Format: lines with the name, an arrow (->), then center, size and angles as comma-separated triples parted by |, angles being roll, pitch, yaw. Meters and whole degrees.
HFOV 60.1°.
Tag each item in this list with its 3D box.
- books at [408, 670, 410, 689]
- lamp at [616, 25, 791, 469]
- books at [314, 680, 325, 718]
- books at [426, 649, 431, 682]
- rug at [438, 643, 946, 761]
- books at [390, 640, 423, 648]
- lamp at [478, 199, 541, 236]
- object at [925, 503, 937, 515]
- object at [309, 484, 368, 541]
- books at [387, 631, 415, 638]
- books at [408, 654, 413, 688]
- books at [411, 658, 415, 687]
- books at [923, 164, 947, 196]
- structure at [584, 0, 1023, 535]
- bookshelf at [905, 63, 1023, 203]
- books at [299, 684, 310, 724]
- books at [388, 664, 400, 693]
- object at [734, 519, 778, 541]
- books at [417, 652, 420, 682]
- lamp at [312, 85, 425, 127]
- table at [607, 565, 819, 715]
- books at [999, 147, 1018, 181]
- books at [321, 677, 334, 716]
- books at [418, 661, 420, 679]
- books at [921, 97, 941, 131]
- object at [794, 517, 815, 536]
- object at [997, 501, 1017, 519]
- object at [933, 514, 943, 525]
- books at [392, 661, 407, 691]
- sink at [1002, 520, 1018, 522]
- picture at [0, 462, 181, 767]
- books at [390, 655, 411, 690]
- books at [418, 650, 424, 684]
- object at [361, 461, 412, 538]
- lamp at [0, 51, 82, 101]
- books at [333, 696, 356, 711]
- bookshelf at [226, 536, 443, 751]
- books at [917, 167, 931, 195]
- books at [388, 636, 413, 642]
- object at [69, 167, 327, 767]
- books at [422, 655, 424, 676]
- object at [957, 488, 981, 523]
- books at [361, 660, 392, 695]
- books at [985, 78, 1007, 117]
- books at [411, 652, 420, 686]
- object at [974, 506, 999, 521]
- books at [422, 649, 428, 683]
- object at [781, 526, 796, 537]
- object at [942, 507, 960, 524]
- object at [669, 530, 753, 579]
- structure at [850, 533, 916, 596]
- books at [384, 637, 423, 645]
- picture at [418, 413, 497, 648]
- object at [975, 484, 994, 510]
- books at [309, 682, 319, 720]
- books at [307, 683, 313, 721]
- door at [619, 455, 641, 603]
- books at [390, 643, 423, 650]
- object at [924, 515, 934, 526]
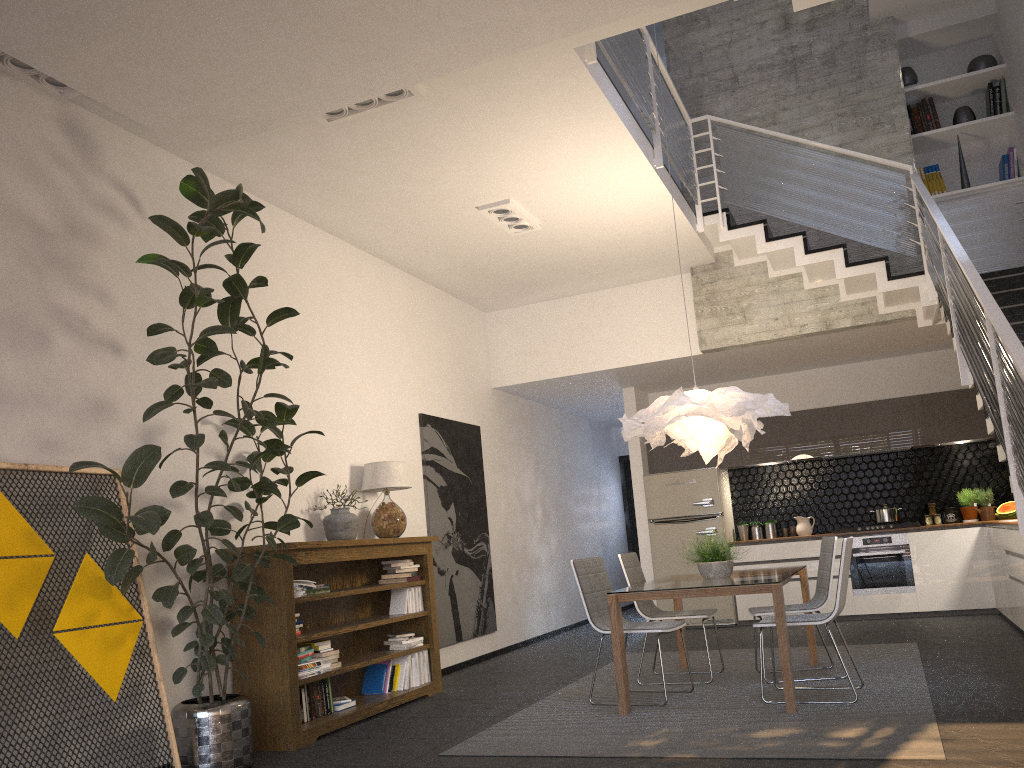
books -> -0.814, 2.109, 6.431 | 0.155, 0.202, 0.073 | -9, -9, 22
lamp -> 1.081, -1.981, 6.321 | 1.122, 5.174, 1.065 | -10, -9, 33
books -> -1.273, 1.967, 5.553 | 0.172, 0.239, 0.085 | -8, -9, 22
books -> -0.705, 2.128, 6.692 | 0.175, 0.242, 0.040 | -8, -8, 22
rug -> 1.421, 1.986, 5.800 | 2.377, 0.006, 3.706 | -9, -11, 22
books -> -0.774, 1.908, 6.506 | 0.175, 0.019, 0.245 | -7, -11, 12
lamp -> -0.009, -1.287, 6.804 | 0.254, 0.065, 0.648 | -9, -11, 22
object -> 4.401, 1.315, 9.302 | 0.083, 0.112, 0.083 | -5, -9, 2
object -> -1.203, 0.894, 6.162 | 0.385, 0.409, 0.277 | -5, -8, 0
books -> -0.819, 1.846, 6.520 | 0.147, 0.023, 0.223 | 0, -12, -26
books -> -0.816, 2.099, 6.485 | 0.176, 0.241, 0.024 | -8, -8, 22
books -> -0.786, 2.118, 6.499 | 0.155, 0.203, 0.021 | -9, -8, 22
books -> 3.903, -1.794, 8.154 | 0.171, 0.371, 0.273 | -8, -9, 22
structure -> 1.886, -2.019, 7.075 | 4.245, 8.247, 8.504 | -8, -10, 22
bookshelf -> 4.006, -2.161, 8.062 | 0.975, 1.098, 0.445 | -9, -9, 22
books -> -1.334, 1.944, 5.395 | 0.168, 0.239, 0.100 | -8, -9, 22
books -> -0.888, 2.110, 6.338 | 0.147, 0.182, 0.148 | -9, -10, 25
object -> 2.754, 1.638, 9.947 | 0.483, 0.219, 0.173 | -8, -9, 19
books -> -0.769, 2.105, 6.541 | 0.175, 0.242, 0.019 | -8, -8, 22
lamp -> -0.826, -1.577, 4.865 | 0.646, 0.065, 0.255 | -9, -11, 22
table -> 1.401, 1.641, 5.859 | 1.000, 0.709, 1.809 | -9, -11, 22
books -> 4.445, -1.886, 7.933 | 0.146, 0.380, 0.273 | -8, -9, 22
books -> -1.235, 1.975, 5.614 | 0.168, 0.240, 0.104 | -8, -9, 22
books -> -0.773, 2.114, 6.587 | 0.176, 0.241, 0.024 | -8, -8, 22
books -> 3.893, -2.425, 8.218 | 0.134, 0.379, 0.273 | -8, -9, 22
object -> 3.226, 1.565, 9.759 | 0.191, 0.213, 0.172 | -11, -11, 35
object -> 4.946, 1.254, 8.798 | 0.217, 0.173, 0.237 | 2, -12, -38
object -> 4.464, 1.418, 9.276 | 0.083, 0.112, 0.083 | -10, -10, 32
books -> -0.839, 2.103, 6.372 | 0.155, 0.193, 0.105 | -9, -9, 22
sink -> 4.525, 1.089, 7.680 | 0.491, 0.445, 0.727 | -9, -10, 22
picture -> -2.086, 1.100, 3.710 | 0.387, 1.593, 1.505 | -8, -9, 22
books -> -0.824, 2.089, 6.410 | 0.175, 0.233, 0.101 | -8, -9, 22
books -> -0.745, 2.114, 6.599 | 0.175, 0.242, 0.019 | -8, -8, 22
object -> -0.948, 0.892, 6.733 | 0.389, 0.578, 0.393 | -4, -9, -9
lamp -> -2.339, -1.560, 4.247 | 0.254, 0.065, 0.648 | -9, -11, 22
books -> -1.145, 2.089, 5.771 | 0.270, 0.049, 0.260 | -1, -11, -23
bookshelf -> -1.095, 1.652, 5.983 | 0.452, 1.163, 1.929 | -8, -10, 22
books -> 3.783, -1.773, 8.203 | 0.160, 0.370, 0.273 | -8, -9, 22
books -> -0.816, 1.867, 6.510 | 0.155, 0.022, 0.207 | -5, -10, 2
object -> -1.501, 0.426, 4.699 | 0.907, 3.176, 2.027 | -5, -8, 0
books -> -0.748, 2.124, 6.649 | 0.176, 0.241, 0.024 | -8, -8, 22
object -> 4.724, 1.245, 9.130 | 0.245, 0.351, 0.235 | -9, -9, 26
books -> -0.959, 2.084, 6.295 | 0.172, 0.226, 0.165 | -8, -9, 22
books -> 4.375, -2.506, 8.001 | 0.160, 0.379, 0.267 | -8, -9, 22
books -> -0.769, 2.101, 6.518 | 0.176, 0.241, 0.024 | -8, -8, 22
object -> 4.806, 1.312, 8.946 | 0.124, 0.139, 0.211 | 1, -11, -33
books -> -0.720, 2.124, 6.664 | 0.176, 0.241, 0.024 | -8, -8, 22
object -> 3.081, 1.645, 9.849 | 0.161, 0.110, 0.078 | -10, -10, 27
object -> 4.572, 1.369, 9.228 | 0.142, 0.173, 0.142 | -9, -9, 22
object -> 1.337, 1.128, 5.922 | 0.532, 0.364, 0.672 | -8, -10, 17
structure -> 3.830, 1.864, 9.202 | 0.589, 0.584, 0.587 | -9, -10, 22
books -> -0.797, 1.890, 6.516 | 0.176, 0.023, 0.244 | -11, -12, 31
picture -> -0.485, 1.337, 8.226 | 0.033, 2.013, 1.239 | -8, -9, 22
object -> 4.845, 1.209, 9.061 | 0.184, 0.376, 0.170 | 0, -9, -30
books -> -1.295, 1.967, 5.497 | 0.172, 0.223, 0.083 | -9, -9, 22
books -> -1.316, 1.952, 5.450 | 0.172, 0.239, 0.055 | -8, -8, 22
door -> 2.274, 2.170, 13.369 | 1.111, 2.298, 0.161 | -8, -8, 22
books -> -0.776, 1.927, 6.499 | 0.155, 0.020, 0.206 | -11, -12, 31
object -> 4.385, 1.431, 9.312 | 0.083, 0.112, 0.083 | -8, -9, 22
